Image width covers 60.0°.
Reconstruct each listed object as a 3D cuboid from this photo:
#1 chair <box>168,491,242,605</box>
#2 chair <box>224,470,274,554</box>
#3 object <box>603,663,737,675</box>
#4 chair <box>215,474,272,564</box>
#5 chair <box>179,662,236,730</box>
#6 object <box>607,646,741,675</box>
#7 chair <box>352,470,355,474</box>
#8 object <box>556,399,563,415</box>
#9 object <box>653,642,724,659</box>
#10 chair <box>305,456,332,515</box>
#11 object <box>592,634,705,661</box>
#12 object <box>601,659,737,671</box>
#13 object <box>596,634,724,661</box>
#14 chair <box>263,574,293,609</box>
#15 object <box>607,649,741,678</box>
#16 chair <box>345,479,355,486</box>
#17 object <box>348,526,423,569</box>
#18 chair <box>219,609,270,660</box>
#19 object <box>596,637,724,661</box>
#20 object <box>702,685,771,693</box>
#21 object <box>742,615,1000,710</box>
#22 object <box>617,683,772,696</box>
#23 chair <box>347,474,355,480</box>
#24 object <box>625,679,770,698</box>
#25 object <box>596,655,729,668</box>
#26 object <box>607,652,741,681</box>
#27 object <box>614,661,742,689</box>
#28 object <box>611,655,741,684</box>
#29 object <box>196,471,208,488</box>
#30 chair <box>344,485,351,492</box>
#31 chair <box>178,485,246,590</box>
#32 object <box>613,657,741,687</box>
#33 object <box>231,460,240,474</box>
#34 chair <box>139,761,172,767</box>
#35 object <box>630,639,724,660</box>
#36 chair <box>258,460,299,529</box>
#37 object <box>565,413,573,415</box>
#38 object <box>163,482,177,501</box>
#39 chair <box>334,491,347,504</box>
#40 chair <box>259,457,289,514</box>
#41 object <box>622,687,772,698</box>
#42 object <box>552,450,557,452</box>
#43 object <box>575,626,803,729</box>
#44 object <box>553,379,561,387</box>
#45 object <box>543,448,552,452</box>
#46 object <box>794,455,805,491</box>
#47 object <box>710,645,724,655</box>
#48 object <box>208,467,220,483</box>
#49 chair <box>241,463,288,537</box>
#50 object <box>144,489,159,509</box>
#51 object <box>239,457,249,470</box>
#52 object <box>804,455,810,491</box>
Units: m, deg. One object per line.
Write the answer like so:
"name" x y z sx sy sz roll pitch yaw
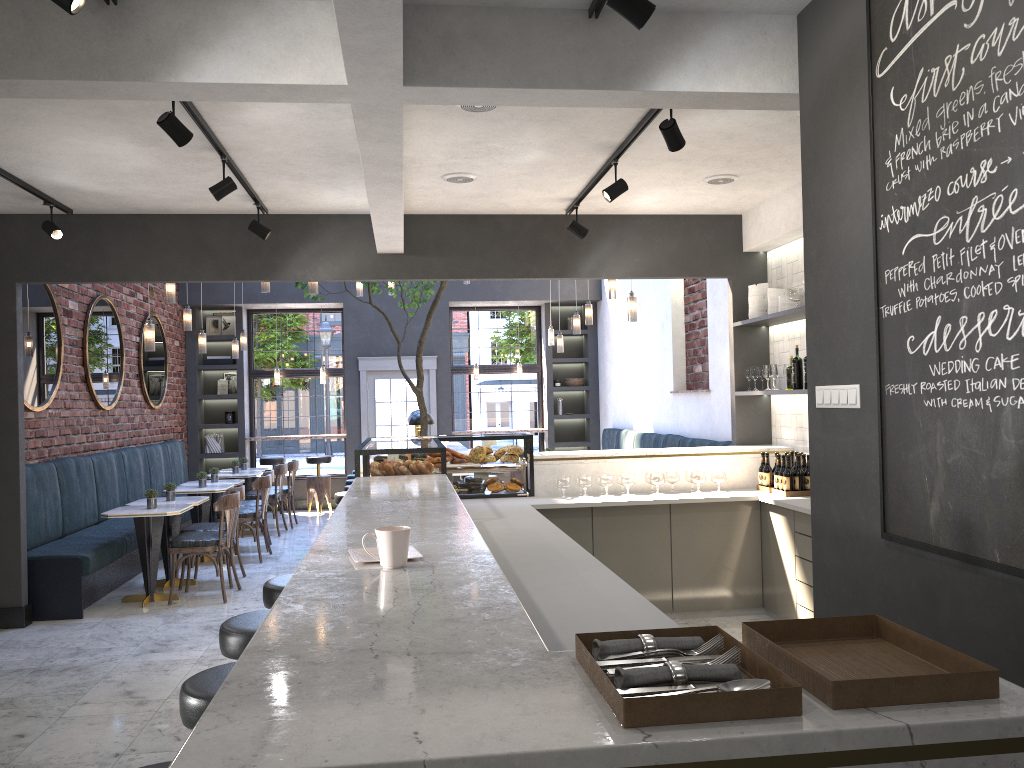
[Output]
"chair" -2.499 1.325 7.278 0.521 0.851 0.538 -1 -1 -6
"chair" -2.853 1.378 9.664 0.521 0.851 0.538 -1 -1 -13
"object" 0.226 0.416 1.298 0.211 0.004 0.022 -1 -1 -7
"chair" -2.714 1.363 9.045 0.521 0.851 0.538 -1 -1 -6
"chair" -0.703 1.208 2.425 0.372 0.821 0.370 -2 -1 36
"object" 0.231 0.393 1.263 0.192 0.024 0.025 -1 -1 -7
"chair" -1.795 1.436 11.038 0.372 0.737 0.370 -2 -1 36
"object" 0.724 0.346 13.436 0.098 0.248 0.098 -2 -1 32
"object" 0.223 0.407 1.329 0.192 0.024 0.025 -1 -1 -7
"chair" -2.779 1.451 12.779 0.372 0.821 0.370 -1 -1 -44
"object" 0.209 0.405 1.362 0.175 0.039 0.056 -1 -1 -7
"object" 0.226 0.410 1.298 0.211 0.004 0.022 -1 -1 -7
"object" 0.223 0.394 1.329 0.192 0.024 0.025 -1 -1 -7
"chair" -0.857 1.237 3.757 0.372 0.821 0.370 -1 -1 -44
"object" 0.231 0.397 1.263 0.192 0.024 0.025 -1 -1 -7
"chair" -1.615 1.406 9.646 0.372 0.737 0.370 -2 -1 36
"object" -0.324 0.409 2.300 0.176 0.097 0.301 -1 -1 -16
"chair" -0.812 1.223 3.072 0.370 0.821 0.372 -1 -1 2
"object" 0.223 0.398 1.329 0.192 0.024 0.025 -1 -1 -7
"object" 0.237 0.401 1.145 0.197 0.015 0.043 -1 -1 -3
"object" 0.504 0.398 1.295 0.231 0.038 0.307 -1 -1 -7
"object" 0.241 0.402 1.173 0.211 0.004 0.022 -1 -1 -7
"chair" -1.729 1.422 10.331 0.370 0.737 0.372 -1 -1 -16
"object" 0.237 0.396 1.145 0.197 0.015 0.043 -1 -1 -3
"object" 0.226 0.404 1.298 0.211 0.004 0.022 -1 -1 -7
"object" 0.231 0.401 1.262 0.192 0.024 0.025 -1 -1 -7
"object" 0.226 0.402 1.219 0.175 0.039 0.056 -1 -1 -7
"object" 0.231 0.405 1.262 0.192 0.024 0.025 -1 -1 -7
"object" -3.145 0.968 9.005 0.118 0.165 0.122 -1 -1 -29
"chair" -1.497 1.391 8.956 0.372 0.737 0.370 -2 -1 20
"chair" -2.629 1.339 7.845 0.521 0.851 0.538 -1 -1 -6
"object" 0.231 0.410 1.262 0.192 0.024 0.025 -1 -1 -7
"object" -3.360 1.006 10.771 0.118 0.165 0.122 -1 -1 -29
"chair" -0.652 1.193 1.696 0.370 0.821 0.372 -2 -1 23
"object" 0.223 0.403 1.329 0.192 0.024 0.025 -1 -1 -7
"chair" -2.997 1.413 11.388 0.521 0.851 0.497 -1 -1 -8
"object" 0.865 0.453 13.424 0.130 0.026 0.130 -1 -1 -24
"object" -2.995 0.941 7.775 0.118 0.165 0.122 -1 -1 -29
"chair" -1.456 1.377 8.252 0.372 0.737 0.370 -2 -1 36
"chair" -3.423 1.466 12.724 0.370 0.821 0.372 -1 -1 -44
"object" 0.241 0.408 1.173 0.211 0.004 0.022 -1 -1 -7
"object" 0.550 0.917 11.248 0.118 0.165 0.122 -1 -1 -29
"object" 0.232 0.404 1.250 0.231 0.038 0.307 -1 -1 -7
"object" 0.687 -0.016 13.481 0.116 0.119 0.117 -1 -1 -31
"object" 0.480 0.930 11.826 0.118 0.165 0.122 -1 -1 -29
"object" 1.973 0.629 6.097 0.070 0.279 0.069 -1 -1 -5
"object" 0.223 0.411 1.329 0.192 0.024 0.025 -1 -1 -7
"object" -3.215 0.980 9.583 0.118 0.165 0.122 -1 -1 -29
"chair" -2.995 1.402 10.804 0.521 0.851 0.538 -1 -1 -6
"object" -2.925 0.929 7.197 0.118 0.165 0.122 -1 -1 -29
"object" -3.430 1.018 11.349 0.118 0.165 0.122 -1 -1 -29
"object" 2.047 0.627 6.107 0.069 0.279 0.070 -2 -1 45
